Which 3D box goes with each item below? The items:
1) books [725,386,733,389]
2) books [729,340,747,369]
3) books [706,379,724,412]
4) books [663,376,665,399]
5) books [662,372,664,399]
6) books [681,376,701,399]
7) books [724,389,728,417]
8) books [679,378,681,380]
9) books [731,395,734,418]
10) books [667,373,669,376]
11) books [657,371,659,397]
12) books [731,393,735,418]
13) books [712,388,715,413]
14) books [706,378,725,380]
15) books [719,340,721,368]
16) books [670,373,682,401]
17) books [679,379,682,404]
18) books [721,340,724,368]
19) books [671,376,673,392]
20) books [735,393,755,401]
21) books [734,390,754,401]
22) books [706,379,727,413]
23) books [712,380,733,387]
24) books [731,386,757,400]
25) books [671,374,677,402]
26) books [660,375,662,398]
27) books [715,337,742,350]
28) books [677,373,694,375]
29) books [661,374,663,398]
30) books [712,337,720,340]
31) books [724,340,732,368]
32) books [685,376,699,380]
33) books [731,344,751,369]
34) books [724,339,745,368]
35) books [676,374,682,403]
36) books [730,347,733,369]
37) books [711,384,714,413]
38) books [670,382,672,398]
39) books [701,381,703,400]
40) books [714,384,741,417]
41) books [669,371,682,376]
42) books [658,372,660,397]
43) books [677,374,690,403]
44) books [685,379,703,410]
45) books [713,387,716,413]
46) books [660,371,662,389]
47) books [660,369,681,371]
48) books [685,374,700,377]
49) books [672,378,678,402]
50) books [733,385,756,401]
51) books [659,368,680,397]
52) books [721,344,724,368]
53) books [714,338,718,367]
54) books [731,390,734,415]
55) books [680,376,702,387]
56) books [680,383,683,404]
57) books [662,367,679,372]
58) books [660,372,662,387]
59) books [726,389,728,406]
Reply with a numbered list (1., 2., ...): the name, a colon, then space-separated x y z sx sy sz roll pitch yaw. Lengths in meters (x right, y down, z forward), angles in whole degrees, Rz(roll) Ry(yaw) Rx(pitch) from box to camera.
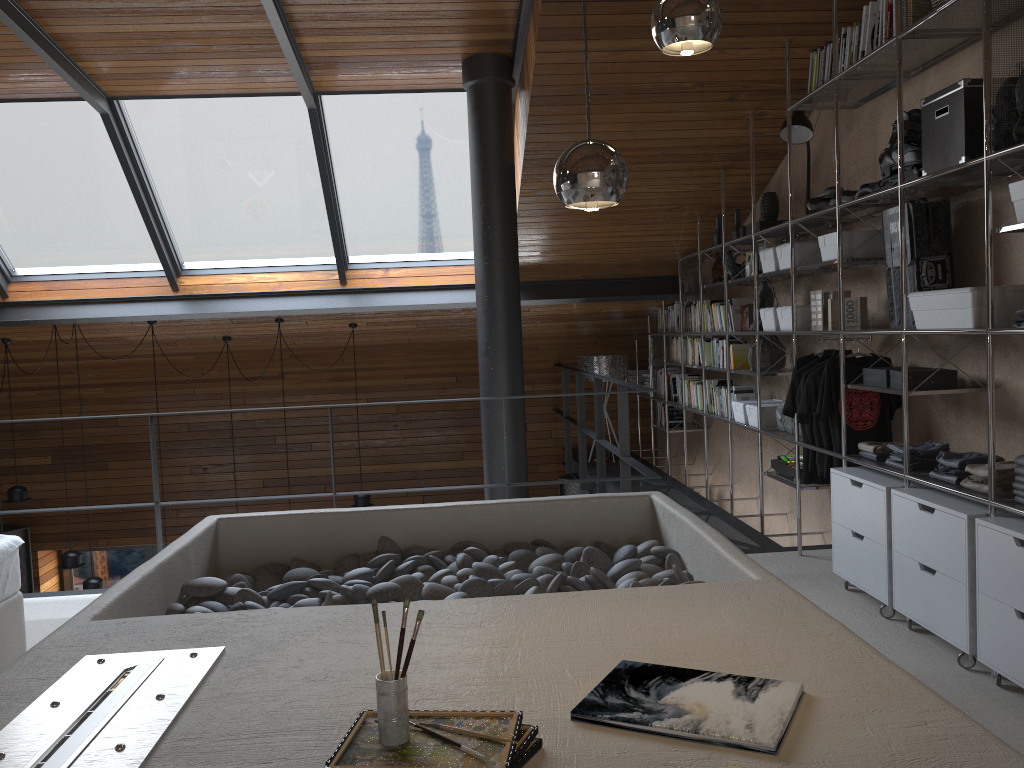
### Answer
1. books: 1.571 0.114 6.091 0.207 0.205 0.053 -3 3 -4
2. books: 1.517 -0.196 5.942 0.129 0.186 0.050 -3 3 -4
3. books: 1.480 0.084 6.445 0.148 0.233 0.053 -3 3 -4
4. books: 1.409 0.029 7.815 0.143 0.199 0.019 -3 3 -4
5. books: 1.403 0.010 7.842 0.148 0.234 0.013 -3 3 -4
6. books: 1.455 0.052 7.180 0.161 0.222 0.055 -3 3 -4
7. books: 1.535 0.125 6.077 0.148 0.189 0.053 -3 3 -4
8. books: 1.457 0.049 7.259 0.171 0.218 0.047 -3 3 -4
9. books: 1.537 0.144 5.958 0.130 0.167 0.046 -3 3 -4
10. books: 1.408 0.021 7.659 0.129 0.231 0.010 -3 3 -4
11. books: 1.392 -0.002 8.047 0.148 0.234 0.013 -3 3 -4
12. books: 1.551 0.142 5.945 0.146 0.171 0.054 -3 3 -4
13. books: 1.503 0.115 6.347 0.131 0.180 0.042 -3 3 -4
14. books: 1.495 0.081 6.477 0.143 0.236 0.062 -3 3 -4
15. books: 1.511 -0.210 6.139 0.148 0.190 0.013 -3 3 -4
16. books: 1.419 0.028 7.526 0.143 0.235 0.055 -3 3 -4
17. books: 1.429 0.061 7.237 0.127 0.200 0.046 -3 3 -4
18. books: 1.517 -0.209 6.126 0.148 0.190 0.013 -3 3 -4
19. books: 1.423 0.038 7.481 0.141 0.221 0.055 -3 3 -4
20. books: 1.554 0.147 5.890 0.130 0.166 0.046 -3 3 -4
21. books: 1.550 0.136 5.900 0.129 0.186 0.050 -3 3 -4
22. books: 1.484 0.087 6.397 0.148 0.233 0.053 -3 3 -4
23. books: 1.517 0.088 6.364 0.148 0.233 0.053 -3 3 -4
24. books: 1.573 0.120 6.026 0.192 0.202 0.055 -3 3 -4
25. books: 1.424 0.032 7.466 0.148 0.233 0.053 -3 3 -4
26. books: 1.395 0.020 7.928 0.130 0.208 0.010 -3 3 -4
27. books: 1.539 -0.227 6.292 0.192 0.204 0.012 -3 3 -4
28. books: 1.465 0.031 7.436 0.143 0.236 0.062 -3 3 -4
29. books: 1.408 0.017 7.915 0.146 0.210 0.018 -3 3 -4
30. books: 1.537 -0.232 6.356 0.207 0.207 0.010 -3 3 -4
31. books: 1.528 -0.206 6.060 0.148 0.190 0.013 -3 3 -4
32. books: 1.440 0.054 7.106 0.122 0.230 0.057 -3 3 -4
33. books: 1.531 -0.183 5.911 0.129 0.165 0.056 -3 3 -4
34. books: 1.529 -0.210 6.092 0.146 0.195 0.023 -3 3 -4
35. books: 1.449 0.035 7.404 0.148 0.233 0.053 -3 3 -4
36. books: 1.527 -0.176 5.926 0.131 0.147 0.045 -3 3 -4
37. books: 1.509 0.101 6.374 0.149 0.205 0.049 -3 3 -4
38. books: 1.419 0.035 7.557 0.133 0.219 0.058 -3 3 -4
39. books: 1.495 0.083 6.614 0.155 0.215 0.055 -3 3 -4
40. books: 1.520 0.113 6.208 0.136 0.210 0.273 -3 3 -4
41. books: 1.415 0.016 7.609 0.131 0.247 0.018 -3 3 -4
42. books: 1.411 0.000 8.020 0.169 0.232 0.018 -3 3 -4
43. books: 1.453 0.037 7.356 0.148 0.233 0.053 -3 3 -4
44. books: 1.451 0.078 6.857 0.139 0.211 0.467 -3 3 -4
45. books: 1.512 0.105 6.335 0.137 0.201 0.047 -3 3 -4
46. books: 1.408 0.001 7.982 0.148 0.234 0.013 -3 3 -4
47. books: 1.430 -0.009 7.995 0.192 0.251 0.012 -3 3 -4
48. books: 1.487 0.038 7.323 0.148 0.233 0.053 -3 3 -4
49. books: 1.424 0.047 7.449 0.148 0.206 0.053 -3 3 -4
50. books: 1.556 0.120 5.916 0.143 0.217 0.066 -3 3 -4
51. books: 1.425 -0.011 8.007 0.191 0.255 0.012 -3 3 -4
52. books: 1.517 -0.194 6.112 0.143 0.161 0.019 -3 3 -4
53. books: 1.533 -0.229 6.303 0.191 0.207 0.012 -3 3 -4
54. books: 1.553 0.131 5.984 0.160 0.187 0.060 -3 3 -4
55. books: 1.466 0.048 7.212 0.177 0.217 0.046 -3 3 -4
56. books: 1.434 0.077 7.211 0.119 0.171 0.044 -3 3 -4
57. books: 1.413 -0.011 7.885 0.143 0.268 0.020 -3 3 -4
58. books: 1.410 0.004 7.953 0.160 0.231 0.021 -3 3 -4
59. books: 1.554 0.127 6.050 0.169 0.188 0.058 -3 3 -4
